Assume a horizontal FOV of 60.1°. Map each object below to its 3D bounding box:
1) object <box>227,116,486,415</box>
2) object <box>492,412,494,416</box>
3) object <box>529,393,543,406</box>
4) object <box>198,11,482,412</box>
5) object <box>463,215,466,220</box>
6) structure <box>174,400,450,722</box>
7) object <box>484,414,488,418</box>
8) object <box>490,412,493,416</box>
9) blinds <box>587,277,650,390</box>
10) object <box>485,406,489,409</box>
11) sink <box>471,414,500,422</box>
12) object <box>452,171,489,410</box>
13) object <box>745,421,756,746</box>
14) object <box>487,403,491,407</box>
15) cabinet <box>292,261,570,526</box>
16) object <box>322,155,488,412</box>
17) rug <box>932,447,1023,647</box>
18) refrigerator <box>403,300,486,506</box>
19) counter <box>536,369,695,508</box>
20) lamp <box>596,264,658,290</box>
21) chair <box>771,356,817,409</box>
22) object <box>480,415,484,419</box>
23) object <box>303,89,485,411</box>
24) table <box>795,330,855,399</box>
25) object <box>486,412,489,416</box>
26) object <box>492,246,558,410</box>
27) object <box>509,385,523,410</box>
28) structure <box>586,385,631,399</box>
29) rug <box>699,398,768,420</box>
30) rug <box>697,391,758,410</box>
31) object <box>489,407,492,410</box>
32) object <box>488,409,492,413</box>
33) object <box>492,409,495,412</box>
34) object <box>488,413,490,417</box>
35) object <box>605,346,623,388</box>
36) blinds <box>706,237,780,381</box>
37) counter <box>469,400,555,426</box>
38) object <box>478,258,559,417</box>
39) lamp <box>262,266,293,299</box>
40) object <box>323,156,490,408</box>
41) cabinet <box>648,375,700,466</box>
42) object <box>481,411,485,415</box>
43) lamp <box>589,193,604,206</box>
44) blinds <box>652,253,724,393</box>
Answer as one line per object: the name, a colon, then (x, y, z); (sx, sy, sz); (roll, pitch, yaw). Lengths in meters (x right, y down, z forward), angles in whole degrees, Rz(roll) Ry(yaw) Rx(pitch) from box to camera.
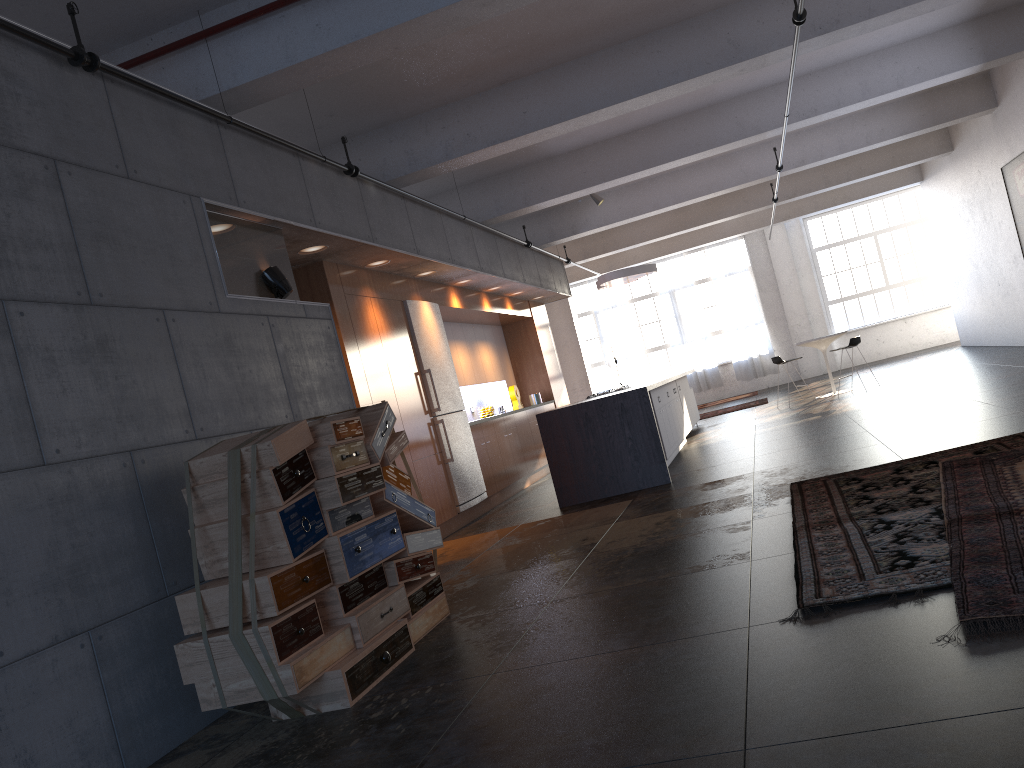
object: (-0.381, 0.411, 12.374); (0.052, 0.053, 0.061); (-14, -1, -32)
object: (-0.275, 0.422, 12.359); (0.061, 0.053, 0.053); (-15, -1, 2)
object: (0.381, 0.244, 14.206); (0.193, 0.170, 0.188); (-14, -1, -27)
object: (-0.419, 0.372, 12.368); (0.052, 0.053, 0.062); (-14, -1, -27)
object: (-0.332, 0.385, 12.419); (0.051, 0.053, 0.063); (-15, -1, 22)
structure: (-0.926, 0.810, 4.589); (0.632, 1.315, 1.930); (-15, -1, 16)
object: (-0.360, 0.446, 12.328); (0.050, 0.055, 0.061); (-15, -1, 6)
object: (0.226, -0.842, 13.499); (0.056, 2.309, 2.966); (-14, -1, 34)
blinds: (2.685, -1.173, 22.277); (1.023, 3.675, 0.364); (-14, 0, 13)
object: (-1.455, -0.602, 7.486); (0.058, 2.164, 9.960); (-14, -1, 10)
sink: (-0.444, 0.562, 11.445); (0.518, 0.192, 0.736); (-15, -1, 15)
object: (-0.312, 0.375, 12.368); (0.065, 0.053, 0.050); (-14, -1, -38)
object: (0.238, 1.464, 9.197); (19.573, 0.001, 27.443); (-15, -2, 15)
object: (-0.335, 0.376, 13.070); (0.059, 0.209, 0.145); (-14, 0, 15)
cabinet: (-1.313, 0.293, 11.805); (2.359, 2.562, 8.178); (-15, -1, 15)
object: (-0.884, -0.674, 9.538); (0.056, 2.189, 5.653); (-14, -1, 5)
rug: (2.831, 0.469, 3.955); (1.851, 0.048, 3.570); (-15, -2, 25)
refrigerator: (-0.761, 0.190, 9.611); (0.218, 2.191, 0.963); (-14, 0, 13)
counter: (1.783, 0.492, 11.910); (1.132, 0.971, 6.715); (-15, -2, 16)
lamp: (1.774, -1.747, 14.603); (1.023, 0.130, 1.063); (-14, -2, -29)
chair: (4.466, -0.041, 14.165); (0.508, 0.895, 0.461); (-14, 0, -8)
object: (-3.239, 1.570, 6.634); (0.054, 1.095, 12.932); (-14, -1, 28)
object: (-0.399, 0.351, 12.307); (0.051, 0.060, 0.058); (-14, -1, -41)
table: (5.112, -0.296, 14.330); (0.821, 0.951, 0.836); (-15, -1, 15)
object: (-0.339, 0.415, 12.296); (0.052, 0.053, 0.062); (-14, -1, -3)
object: (-0.288, 0.330, 12.383); (0.056, 0.060, 0.053); (-15, -1, 38)
object: (0.060, 0.207, 13.620); (0.098, 0.381, 0.277); (-14, 0, 15)
structure: (1.212, 0.110, 11.050); (0.507, 0.072, 0.645); (-15, -2, 15)
rug: (3.552, 0.662, 17.288); (2.860, 0.029, 1.871); (-15, -2, 14)
rug: (4.263, 0.590, 20.954); (3.104, 0.009, 1.830); (-15, -2, 14)
object: (-1.019, -0.657, 8.939); (0.053, 2.168, 6.899); (-14, -1, 8)
object: (-0.414, -0.752, 11.130); (0.053, 2.228, 2.399); (-15, -1, -9)
object: (-3.389, -0.086, 7.194); (0.061, 2.210, 11.993); (-14, -1, 29)
object: (-1.538, -0.786, 9.522); (0.057, 2.867, 6.012); (-14, -1, 17)
object: (2.394, 0.079, 20.344); (1.170, 1.919, 1.065); (-15, 0, 15)
blinds: (5.537, -1.948, 21.551); (1.021, 3.751, 0.344); (-14, 0, 12)
counter: (-0.654, 0.570, 12.441); (1.593, 0.039, 4.500); (-15, -2, 15)
object: (-3.376, 1.543, 6.614); (0.936, 1.214, 13.371); (-15, -1, 26)
lamp: (-1.578, -0.655, 5.897); (0.212, 0.259, 0.171); (-14, 0, -4)
object: (-0.323, 0.336, 12.421); (0.062, 0.051, 0.053); (-15, -1, 7)
cabinet: (1.965, 0.492, 12.501); (0.914, 0.930, 5.698); (-15, -1, 16)
object: (-0.405, 0.403, 12.315); (0.053, 0.054, 0.061); (-15, -1, 6)
lamp: (1.232, -2.757, 13.020); (0.222, 0.287, 0.132); (-14, 0, -2)
blinds: (4.262, -1.603, 21.869); (1.029, 3.698, 0.341); (-14, 0, 11)
